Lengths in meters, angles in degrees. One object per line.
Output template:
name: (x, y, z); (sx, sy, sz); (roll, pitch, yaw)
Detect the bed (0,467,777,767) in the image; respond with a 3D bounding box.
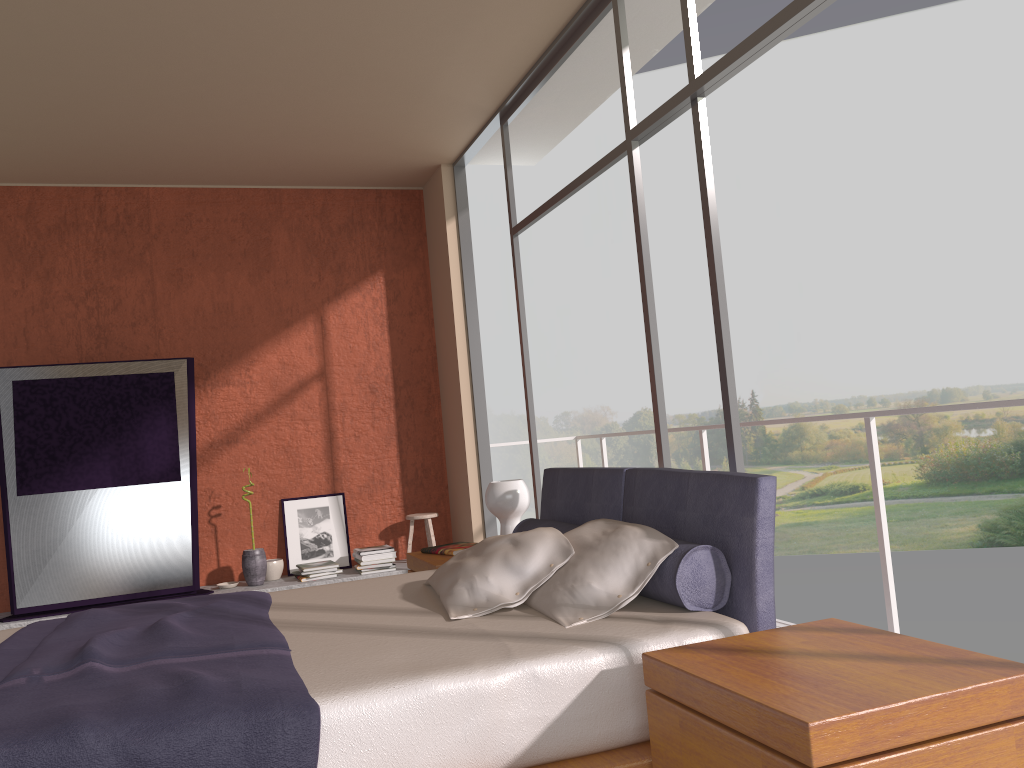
bed: (-0.639, 0.865, 2.872); (2.462, 0.959, 2.017); (-4, -4, -19)

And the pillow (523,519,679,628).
pillow: (0.220, 0.600, 2.891); (0.400, 0.265, 0.791); (-4, -4, -17)

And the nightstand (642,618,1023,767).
nightstand: (0.702, 0.877, 1.915); (0.562, 0.556, 0.628); (-4, -4, -19)

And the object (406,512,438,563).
object: (-0.641, 1.138, 6.568); (0.260, 0.349, 0.257); (-8, -5, 40)

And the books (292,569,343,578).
books: (-1.359, 1.313, 6.192); (0.247, 0.018, 0.328); (-3, -4, -35)

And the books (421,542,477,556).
books: (-0.282, 0.835, 4.502); (0.247, 0.025, 0.287); (-2, -5, -39)

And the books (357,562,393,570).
books: (-0.970, 1.271, 6.273); (0.247, 0.025, 0.287); (-5, -4, -9)

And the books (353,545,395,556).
books: (-0.982, 1.182, 6.303); (0.247, 0.025, 0.287); (-4, -4, -20)

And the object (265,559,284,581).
object: (-1.702, 1.316, 6.259); (0.179, 0.137, 0.180); (-5, -4, -7)

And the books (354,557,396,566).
books: (-0.975, 1.245, 6.294); (0.247, 0.027, 0.328); (-4, -4, -18)

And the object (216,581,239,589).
object: (-1.938, 1.381, 6.050); (0.152, 0.040, 0.152); (-6, -4, 16)

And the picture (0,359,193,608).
picture: (-2.649, 0.608, 5.720); (1.129, 1.496, 0.126); (-4, -4, -19)

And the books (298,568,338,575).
books: (-1.353, 1.289, 6.181); (0.247, 0.025, 0.287); (-4, -4, -17)

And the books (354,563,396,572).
books: (-0.972, 1.294, 6.296); (0.247, 0.018, 0.287); (-4, -4, -20)

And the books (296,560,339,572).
books: (-1.358, 1.269, 6.186); (0.247, 0.018, 0.328); (-4, -4, -22)

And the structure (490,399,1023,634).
structure: (1.461, 0.576, 2.939); (0.728, 1.005, 7.689); (-4, -4, -19)

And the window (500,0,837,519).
window: (1.058, -0.393, 2.685); (0.075, 3.133, 6.106); (-4, -4, -19)

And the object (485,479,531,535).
object: (-0.011, 0.639, 4.302); (0.224, 0.338, 0.224); (-5, -4, -8)

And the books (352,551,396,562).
books: (-0.978, 1.212, 6.296); (0.247, 0.038, 0.319); (-4, -4, -22)

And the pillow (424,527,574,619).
pillow: (-0.070, 0.653, 3.166); (0.431, 0.264, 0.869); (-4, -4, -12)

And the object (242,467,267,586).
object: (-1.785, 0.974, 6.082); (0.165, 0.810, 0.165); (-5, -4, 4)

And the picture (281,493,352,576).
picture: (-1.428, 1.094, 6.484); (0.458, 0.550, 0.117); (-4, -4, -19)

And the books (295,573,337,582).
books: (-1.367, 1.336, 6.178); (0.247, 0.025, 0.287); (-4, -4, -23)

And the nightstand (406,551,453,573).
nightstand: (-0.160, 1.111, 4.399); (0.562, 0.556, 0.628); (-4, -4, -19)

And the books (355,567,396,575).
books: (-0.969, 1.311, 6.290); (0.247, 0.018, 0.328); (-4, -4, -18)

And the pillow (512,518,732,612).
pillow: (0.321, 0.621, 3.214); (0.205, 0.201, 1.470); (-4, -4, -19)
